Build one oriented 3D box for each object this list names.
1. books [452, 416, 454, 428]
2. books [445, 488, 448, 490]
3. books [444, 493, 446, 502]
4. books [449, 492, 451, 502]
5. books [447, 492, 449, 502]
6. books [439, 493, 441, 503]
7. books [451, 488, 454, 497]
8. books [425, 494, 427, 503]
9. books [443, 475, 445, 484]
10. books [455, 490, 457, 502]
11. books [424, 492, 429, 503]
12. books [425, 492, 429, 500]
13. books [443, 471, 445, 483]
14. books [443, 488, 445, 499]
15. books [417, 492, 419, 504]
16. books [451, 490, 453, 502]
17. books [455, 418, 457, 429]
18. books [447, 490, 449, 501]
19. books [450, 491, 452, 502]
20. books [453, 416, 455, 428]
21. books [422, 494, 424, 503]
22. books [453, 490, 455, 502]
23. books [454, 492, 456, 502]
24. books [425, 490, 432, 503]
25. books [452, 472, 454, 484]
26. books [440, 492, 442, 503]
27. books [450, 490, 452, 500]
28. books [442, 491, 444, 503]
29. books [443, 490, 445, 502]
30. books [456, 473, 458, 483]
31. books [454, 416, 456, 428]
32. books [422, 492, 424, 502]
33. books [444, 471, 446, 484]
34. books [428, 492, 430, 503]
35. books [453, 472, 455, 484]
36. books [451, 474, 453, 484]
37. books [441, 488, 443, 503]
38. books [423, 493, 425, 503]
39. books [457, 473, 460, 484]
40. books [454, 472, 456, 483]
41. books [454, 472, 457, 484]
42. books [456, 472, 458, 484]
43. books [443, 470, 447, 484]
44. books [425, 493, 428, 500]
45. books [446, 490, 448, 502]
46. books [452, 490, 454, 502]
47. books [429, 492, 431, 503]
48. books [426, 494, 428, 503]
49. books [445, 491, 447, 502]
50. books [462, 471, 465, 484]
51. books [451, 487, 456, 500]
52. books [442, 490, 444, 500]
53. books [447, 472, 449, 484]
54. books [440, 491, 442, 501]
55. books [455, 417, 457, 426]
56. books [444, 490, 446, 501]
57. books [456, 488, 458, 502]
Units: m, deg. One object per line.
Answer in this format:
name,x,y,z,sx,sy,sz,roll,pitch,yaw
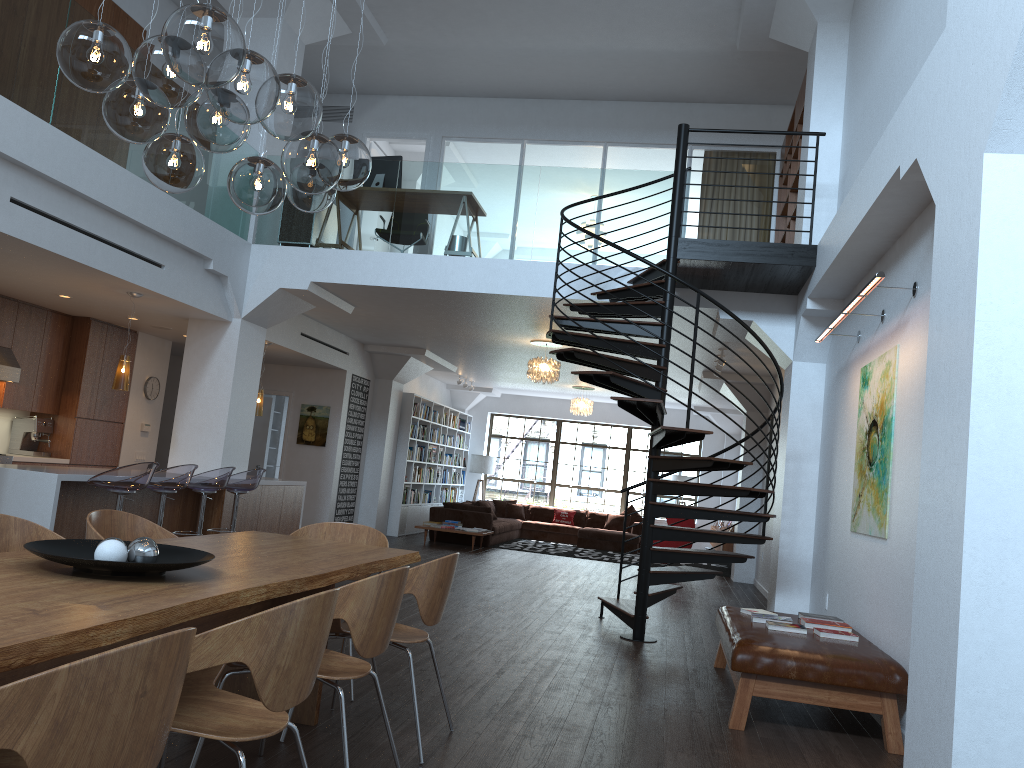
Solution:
books,-1.266,0.760,17.919,0.171,0.246,0.057,5,-6,11
books,-1.397,2.238,17.903,0.176,0.290,0.036,5,-6,10
books,-1.422,2.242,17.752,0.171,0.246,0.057,5,-6,10
books,-1.355,2.301,18.178,0.168,0.231,0.040,5,-6,11
books,-1.376,2.286,18.012,0.161,0.223,0.027,5,-6,10
books,-1.492,2.202,17.410,0.174,0.240,0.045,5,-6,10
books,-1.313,2.307,18.453,0.198,0.284,0.066,5,-6,11
books,-1.646,2.125,16.448,0.106,0.162,0.032,5,-6,11
books,-1.425,1.836,17.566,0.182,0.255,0.077,5,-6,11
books,-1.260,2.357,18.692,0.171,0.246,0.057,5,-6,11
books,-1.633,2.126,16.580,0.139,0.191,0.036,5,-6,11
books,-1.632,2.124,16.613,0.146,0.202,0.027,5,-6,11
books,-1.427,1.837,17.525,0.174,0.243,0.085,5,-6,11
books,-1.442,2.206,17.636,0.176,0.290,0.053,5,-6,10
books,-1.756,2.023,15.930,0.174,0.236,0.142,5,-6,10
books,-1.317,2.314,18.361,0.160,0.250,0.027,5,-6,11
books,-1.219,0.786,18.165,0.183,0.253,0.034,5,-6,11
books,-1.378,2.269,17.989,0.160,0.250,0.026,5,-6,10
books,-1.334,2.299,18.249,0.183,0.253,0.037,5,-6,11
books,-1.253,0.766,18.000,0.183,0.253,0.034,5,-6,11
books,-1.687,2.095,16.280,0.128,0.178,0.022,5,-6,11
books,-1.292,2.334,18.509,0.189,0.247,0.057,5,-6,11
books,-1.265,2.366,18.599,0.144,0.207,0.048,5,-6,11
books,-1.596,2.132,16.804,0.140,0.231,0.042,5,-6,11
books,-1.296,1.922,18.261,0.174,0.251,0.051,5,-6,11
books,-1.481,2.215,17.475,0.168,0.231,0.037,5,-6,10
books,-1.344,2.295,18.215,0.183,0.253,0.036,5,-6,11
books,-1.444,2.235,17.592,0.161,0.223,0.026,5,-6,10
books,-1.436,2.229,17.676,0.183,0.253,0.034,5,-6,10
books,-1.235,1.981,18.611,0.161,0.223,0.032,5,-6,11
books,-1.243,0.770,18.032,0.183,0.253,0.034,5,-6,11
books,-1.696,2.082,16.262,0.127,0.200,0.020,5,-6,11
books,-1.407,1.844,17.610,0.182,0.253,0.098,5,-6,11
books,-1.619,2.128,16.638,0.146,0.202,0.027,5,-6,11
books,-1.287,1.936,18.366,0.183,0.253,0.039,5,-6,11
books,-1.305,1.932,18.220,0.161,0.223,0.030,5,-6,11
books,-1.470,2.195,17.529,0.198,0.284,0.066,5,-6,10
books,-1.687,2.097,16.329,0.134,0.184,0.030,5,-6,11
books,-1.212,1.998,18.768,0.168,0.228,0.139,5,-6,11
books,-1.268,1.948,18.468,0.160,0.251,0.036,5,-6,11
books,-1.250,1.958,18.550,0.183,0.253,0.042,5,-6,11
books,-1.233,1.971,18.648,0.160,0.251,0.039,5,-6,11
books,-1.403,1.837,17.716,0.197,0.290,0.136,5,-6,11
books,-1.636,2.129,16.550,0.128,0.178,0.021,5,-6,11
books,-1.396,2.253,17.865,0.183,0.253,0.034,5,-6,10
books,-1.308,2.316,18.391,0.183,0.253,0.037,5,-6,11
books,-1.609,2.137,16.719,0.146,0.202,0.027,5,-6,11
books,-1.642,2.128,16.523,0.126,0.173,0.032,5,-6,11
books,-1.414,2.254,17.828,0.174,0.240,0.045,5,-6,10
books,-1.117,2.025,19.241,0.176,0.290,0.053,5,-6,11
books,-1.263,2.316,18.558,0.140,0.298,0.044,5,-6,11
books,-1.450,2.218,17.569,0.160,0.250,0.026,5,-6,10
books,-1.369,1.879,17.859,0.174,0.242,0.105,5,-6,11
books,-1.476,2.216,17.442,0.161,0.223,0.026,5,-6,10
books,-1.227,0.784,18.137,0.160,0.250,0.026,5,-6,11
books,-1.426,2.234,17.708,0.183,0.253,0.034,5,-6,10
books,-1.245,2.345,18.775,0.176,0.290,0.053,5,-6,11
